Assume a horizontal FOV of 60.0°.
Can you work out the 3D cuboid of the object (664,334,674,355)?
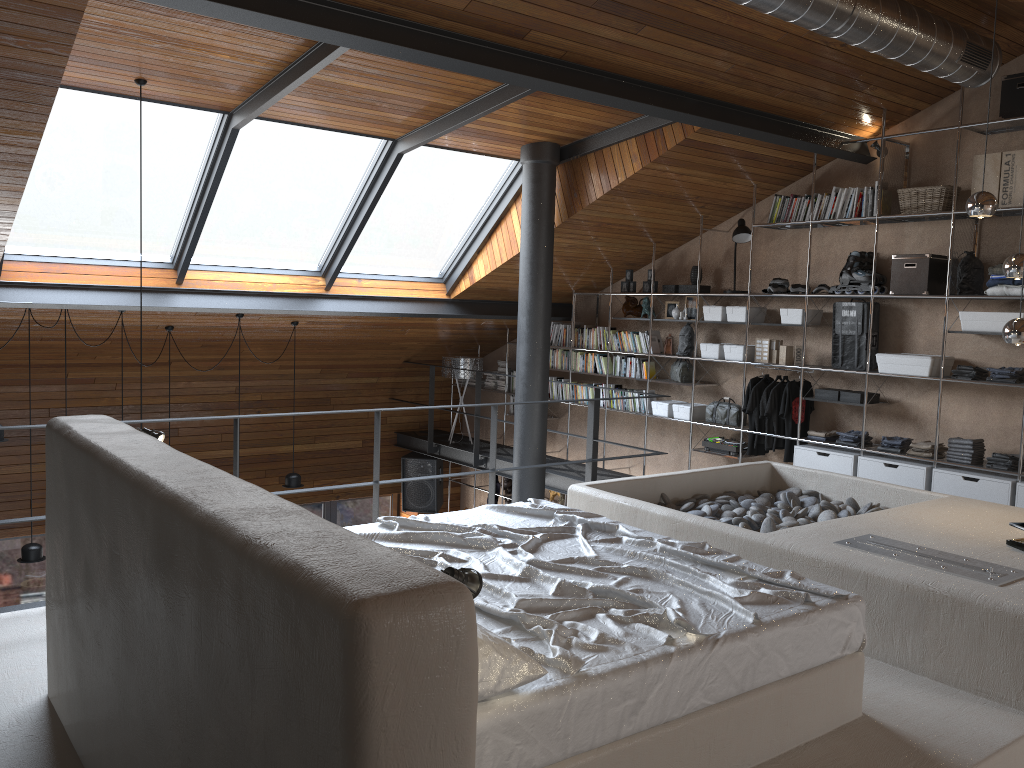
[{"bbox_3d":[1.493,-0.380,8.438,0.082,0.202,0.227,3,5,14],"label":"object"}]

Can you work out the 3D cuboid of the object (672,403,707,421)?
[{"bbox_3d":[1.667,0.258,8.243,0.295,0.136,0.228,-2,6,-37],"label":"object"}]

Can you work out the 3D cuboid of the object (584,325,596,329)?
[{"bbox_3d":[0.816,-0.497,9.327,0.146,0.240,0.023,-2,6,-37],"label":"object"}]

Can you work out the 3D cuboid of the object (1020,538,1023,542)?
[{"bbox_3d":[2.409,0.605,3.948,0.301,0.234,0.245,0,5,-17],"label":"object"}]

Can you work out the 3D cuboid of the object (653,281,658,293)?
[{"bbox_3d":[1.382,-0.936,8.585,0.029,0.117,0.086,1,5,-13],"label":"object"}]

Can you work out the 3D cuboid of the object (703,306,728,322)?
[{"bbox_3d":[1.883,-0.629,7.932,0.295,0.136,0.228,-2,6,-37],"label":"object"}]

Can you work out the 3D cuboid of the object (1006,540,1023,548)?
[{"bbox_3d":[2.407,0.726,3.969,0.276,0.013,0.207,1,5,-13],"label":"object"}]

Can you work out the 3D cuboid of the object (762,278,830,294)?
[{"bbox_3d":[2.360,-0.806,7.304,0.286,0.141,0.657,-3,7,-44],"label":"object"}]

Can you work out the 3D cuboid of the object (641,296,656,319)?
[{"bbox_3d":[1.332,-0.743,8.610,0.102,0.220,0.197,5,6,37],"label":"object"}]

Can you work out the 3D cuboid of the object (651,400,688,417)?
[{"bbox_3d":[1.505,0.234,8.455,0.295,0.136,0.228,-2,6,-37],"label":"object"}]

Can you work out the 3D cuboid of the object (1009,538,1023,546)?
[{"bbox_3d":[2.405,0.714,3.956,0.276,0.013,0.207,-1,5,-27],"label":"object"}]

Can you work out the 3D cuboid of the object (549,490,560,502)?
[{"bbox_3d":[0.532,1.139,9.901,0.215,0.458,0.328,-1,6,-32],"label":"object"}]

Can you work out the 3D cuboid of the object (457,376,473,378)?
[{"bbox_3d":[-0.554,-0.092,11.135,0.246,0.016,0.182,-2,6,-37],"label":"object"}]

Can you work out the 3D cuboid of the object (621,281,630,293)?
[{"bbox_3d":[1.127,-0.962,8.824,0.086,0.117,0.029,6,6,38],"label":"object"}]

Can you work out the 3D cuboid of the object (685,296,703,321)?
[{"bbox_3d":[1.673,-0.695,8.153,0.062,0.219,0.157,-2,6,-37],"label":"object"}]

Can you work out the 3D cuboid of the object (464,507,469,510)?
[{"bbox_3d":[-0.597,1.681,11.272,0.107,0.209,0.233,6,6,39],"label":"object"}]

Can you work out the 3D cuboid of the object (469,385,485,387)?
[{"bbox_3d":[-0.408,0.023,10.951,0.201,0.012,0.161,-2,6,-37],"label":"object"}]

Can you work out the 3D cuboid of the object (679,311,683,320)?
[{"bbox_3d":[1.563,-0.631,8.189,0.037,0.077,0.037,6,6,38],"label":"object"}]

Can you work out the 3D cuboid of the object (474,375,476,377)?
[{"bbox_3d":[-0.554,-0.108,11.134,0.246,0.016,0.182,-2,6,-37],"label":"object"}]

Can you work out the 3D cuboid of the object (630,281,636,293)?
[{"bbox_3d":[1.194,-0.954,8.753,0.029,0.117,0.086,0,5,-17],"label":"object"}]

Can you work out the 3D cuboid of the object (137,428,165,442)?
[{"bbox_3d":[-1.439,0.226,3.442,0.165,0.106,0.085,1,5,-10],"label":"object"}]

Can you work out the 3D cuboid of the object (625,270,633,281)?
[{"bbox_3d":[1.162,-1.073,8.777,0.029,0.114,0.084,-1,6,-30],"label":"object"}]

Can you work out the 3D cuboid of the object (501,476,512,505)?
[{"bbox_3d":[-0.068,1.437,10.640,0.305,0.840,0.237,-1,6,-35],"label":"object"}]

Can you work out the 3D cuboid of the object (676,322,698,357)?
[{"bbox_3d":[1.619,-0.405,8.241,0.157,0.339,0.229,1,5,-11],"label":"object"}]

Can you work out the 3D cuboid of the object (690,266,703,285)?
[{"bbox_3d":[1.700,-0.999,8.180,0.115,0.177,0.115,1,5,-13],"label":"object"}]

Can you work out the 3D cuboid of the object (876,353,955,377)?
[{"bbox_3d":[2.963,-0.143,6.530,0.343,0.147,0.445,-2,6,-37],"label":"object"}]

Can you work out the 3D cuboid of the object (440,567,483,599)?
[{"bbox_3d":[-0.126,0.412,1.752,0.156,0.106,0.087,-2,6,-41],"label":"object"}]

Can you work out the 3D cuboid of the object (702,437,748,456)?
[{"bbox_3d":[1.946,0.553,7.946,0.320,0.114,0.404,-2,6,-37],"label":"object"}]

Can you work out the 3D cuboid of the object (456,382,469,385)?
[{"bbox_3d":[-0.564,-0.006,11.156,0.234,0.025,0.176,-2,6,-37],"label":"object"}]

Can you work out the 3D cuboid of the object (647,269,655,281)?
[{"bbox_3d":[1.353,-1.055,8.611,0.029,0.114,0.084,0,5,-26],"label":"object"}]

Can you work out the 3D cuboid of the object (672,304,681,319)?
[{"bbox_3d":[1.544,-0.677,8.306,0.091,0.146,0.091,2,5,-4],"label":"object"}]

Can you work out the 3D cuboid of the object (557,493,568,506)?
[{"bbox_3d":[0.578,1.258,9.619,0.131,0.280,0.208,5,6,34],"label":"object"}]

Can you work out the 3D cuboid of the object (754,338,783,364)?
[{"bbox_3d":[2.190,-0.283,7.544,0.142,0.205,0.196,-2,6,-39],"label":"object"}]

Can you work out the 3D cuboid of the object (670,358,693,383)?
[{"bbox_3d":[1.605,-0.140,8.342,0.166,0.240,0.390,1,5,-5],"label":"object"}]

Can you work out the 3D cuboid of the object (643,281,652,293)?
[{"bbox_3d":[1.321,-0.945,8.661,0.086,0.117,0.029,6,7,43],"label":"object"}]

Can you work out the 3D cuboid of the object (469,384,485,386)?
[{"bbox_3d":[-0.398,0.010,10.963,0.226,0.012,0.159,-2,6,-37],"label":"object"}]

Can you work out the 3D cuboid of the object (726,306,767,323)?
[{"bbox_3d":[2.040,-0.606,7.726,0.295,0.136,0.228,-2,6,-37],"label":"object"}]

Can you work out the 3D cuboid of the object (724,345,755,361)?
[{"bbox_3d":[2.025,-0.273,7.751,0.295,0.136,0.228,-2,6,-37],"label":"object"}]

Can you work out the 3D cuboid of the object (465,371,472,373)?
[{"bbox_3d":[-0.556,-0.156,11.147,0.233,0.021,0.174,-2,6,-37],"label":"object"}]

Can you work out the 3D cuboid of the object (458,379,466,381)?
[{"bbox_3d":[-0.564,-0.050,11.152,0.243,0.012,0.159,-2,6,-37],"label":"object"}]

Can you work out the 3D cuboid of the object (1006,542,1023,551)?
[{"bbox_3d":[2.408,0.739,3.970,0.276,0.013,0.207,1,5,-6],"label":"object"}]

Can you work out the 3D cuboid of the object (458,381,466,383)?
[{"bbox_3d":[-0.552,-0.025,11.163,0.216,0.013,0.161,-2,6,-37],"label":"object"}]

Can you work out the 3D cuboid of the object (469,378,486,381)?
[{"bbox_3d":[-0.412,-0.056,10.943,0.203,0.013,0.161,-2,6,-37],"label":"object"}]

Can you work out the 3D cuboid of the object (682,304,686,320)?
[{"bbox_3d":[1.638,-0.681,8.382,0.067,0.150,0.067,2,5,2],"label":"object"}]

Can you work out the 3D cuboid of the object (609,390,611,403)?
[{"bbox_3d":[1.047,0.147,9.013,0.131,0.180,0.042,-2,6,-38],"label":"object"}]

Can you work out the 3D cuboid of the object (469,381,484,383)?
[{"bbox_3d":[-0.403,-0.027,10.942,0.201,0.013,0.161,-2,6,-37],"label":"object"}]

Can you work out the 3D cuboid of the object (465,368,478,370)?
[{"bbox_3d":[-0.568,-0.191,11.149,0.246,0.016,0.182,-2,6,-37],"label":"object"}]

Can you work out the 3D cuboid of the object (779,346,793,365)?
[{"bbox_3d":[2.267,-0.238,7.333,0.074,0.156,0.078,0,5,-22],"label":"object"}]

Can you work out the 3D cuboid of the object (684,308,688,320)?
[{"bbox_3d":[1.601,-0.646,8.154,0.037,0.114,0.037,6,6,38],"label":"object"}]

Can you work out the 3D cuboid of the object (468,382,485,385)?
[{"bbox_3d":[-0.393,-0.009,10.951,0.262,0.025,0.176,-2,6,-37],"label":"object"}]

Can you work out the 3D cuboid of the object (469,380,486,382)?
[{"bbox_3d":[-0.380,-0.039,10.940,0.228,0.016,0.182,-2,6,-37],"label":"object"}]

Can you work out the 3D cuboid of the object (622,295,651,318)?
[{"bbox_3d":[1.231,-0.764,8.785,0.278,0.222,0.138,3,5,9],"label":"object"}]

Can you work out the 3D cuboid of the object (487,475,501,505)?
[{"bbox_3d":[-0.246,1.392,10.837,0.244,0.879,0.244,1,5,-9],"label":"object"}]

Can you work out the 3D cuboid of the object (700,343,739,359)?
[{"bbox_3d":[1.864,-0.296,7.962,0.295,0.136,0.228,-2,6,-37],"label":"object"}]

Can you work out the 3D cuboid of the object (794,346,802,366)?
[{"bbox_3d":[2.364,-0.231,7.289,0.074,0.156,0.078,3,5,12],"label":"object"}]

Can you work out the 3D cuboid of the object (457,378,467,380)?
[{"bbox_3d":[-0.555,-0.063,11.165,0.216,0.012,0.161,-2,6,-37],"label":"object"}]

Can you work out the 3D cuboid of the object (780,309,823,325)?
[{"bbox_3d":[2.376,-0.552,7.286,0.290,0.124,0.222,-2,6,-37],"label":"object"}]
